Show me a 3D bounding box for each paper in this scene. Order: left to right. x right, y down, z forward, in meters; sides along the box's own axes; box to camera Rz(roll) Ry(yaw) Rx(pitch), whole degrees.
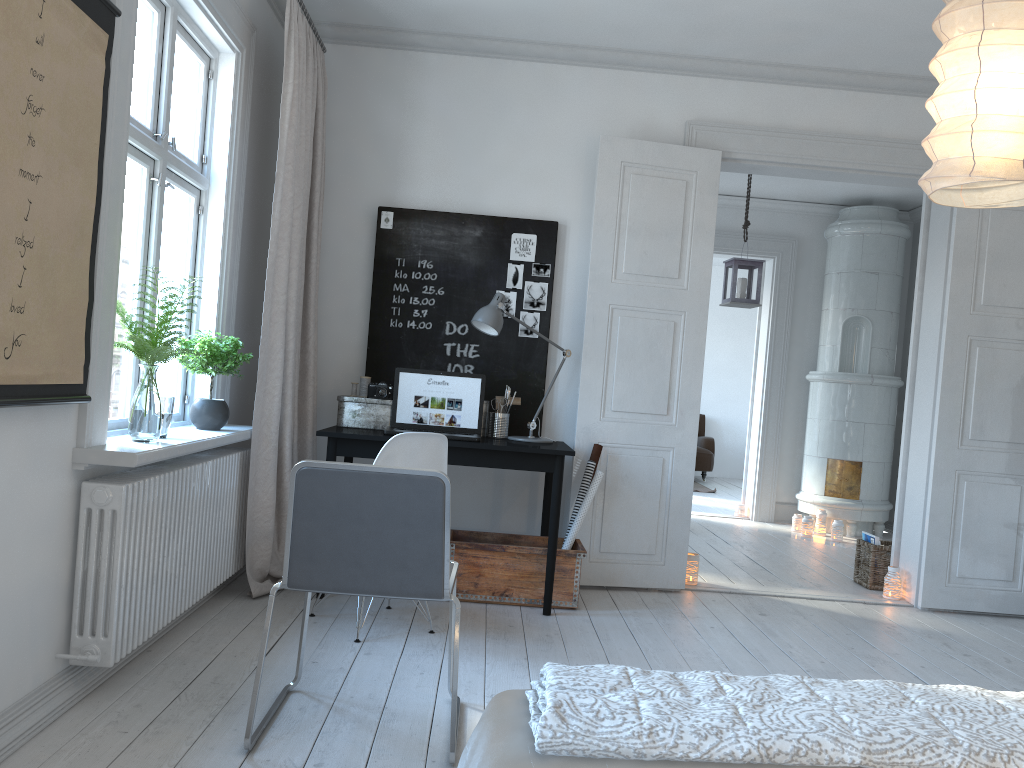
[{"bbox_3d":[0.299,0.713,4.399,0.043,0.669,0.266,6,1,44],"label":"paper"},{"bbox_3d":[0.300,0.730,4.340,0.283,0.627,0.041,4,1,-23],"label":"paper"},{"bbox_3d":[0.328,0.672,4.469,0.048,0.747,0.297,6,1,44],"label":"paper"}]

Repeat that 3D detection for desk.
[{"bbox_3d":[-0.332,0.633,4.292,1.159,0.759,0.651,5,1,-2],"label":"desk"}]

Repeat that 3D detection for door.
[{"bbox_3d":[1.569,-0.094,7.905,2.599,2.506,0.577,5,1,-2],"label":"door"},{"bbox_3d":[1.647,-0.083,4.892,2.599,2.506,0.577,5,1,-2],"label":"door"}]

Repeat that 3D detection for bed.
[{"bbox_3d":[0.762,0.581,0.548,1.888,1.047,2.176,5,0,-2],"label":"bed"}]

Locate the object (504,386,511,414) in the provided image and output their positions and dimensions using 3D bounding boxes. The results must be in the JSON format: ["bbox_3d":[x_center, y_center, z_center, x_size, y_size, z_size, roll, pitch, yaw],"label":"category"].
[{"bbox_3d":[-0.039,0.141,4.492,0.012,0.264,0.062,6,1,41],"label":"object"}]

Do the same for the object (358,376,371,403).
[{"bbox_3d":[-0.740,0.028,4.416,0.056,0.130,0.167,5,0,-3],"label":"object"}]

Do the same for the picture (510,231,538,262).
[{"bbox_3d":[0.062,-0.724,4.667,0.147,0.154,0.004,5,1,-2],"label":"picture"}]

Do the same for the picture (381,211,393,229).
[{"bbox_3d":[-0.655,-0.859,4.647,0.061,0.088,0.004,5,1,-5],"label":"picture"}]

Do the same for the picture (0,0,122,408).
[{"bbox_3d":[-1.173,-0.598,2.162,0.057,1.313,0.792,5,1,-2],"label":"picture"}]

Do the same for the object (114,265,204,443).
[{"bbox_3d":[-1.207,-0.092,2.906,0.414,0.565,0.305,5,1,33],"label":"object"}]

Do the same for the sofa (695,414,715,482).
[{"bbox_3d":[1.443,0.720,11.299,2.165,0.825,0.968,5,1,-2],"label":"sofa"}]

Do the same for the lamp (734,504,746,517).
[{"bbox_3d":[2.046,1.134,7.957,0.093,0.110,0.093,5,1,15],"label":"lamp"}]

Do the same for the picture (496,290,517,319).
[{"bbox_3d":[-0.034,-0.419,4.670,0.107,0.150,0.001,5,1,-2],"label":"picture"}]

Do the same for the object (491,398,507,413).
[{"bbox_3d":[-0.078,0.169,4.488,0.081,0.198,0.050,5,1,23],"label":"object"}]

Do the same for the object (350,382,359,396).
[{"bbox_3d":[-0.797,0.027,4.481,0.040,0.069,0.040,4,1,-14],"label":"object"}]

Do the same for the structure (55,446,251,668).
[{"bbox_3d":[-1.276,0.558,3.315,0.195,0.547,1.505,5,0,-2],"label":"structure"}]

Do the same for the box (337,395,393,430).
[{"bbox_3d":[-0.716,0.144,4.444,0.317,0.152,0.193,5,0,-2],"label":"box"}]

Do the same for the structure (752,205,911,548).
[{"bbox_3d":[2.767,-0.076,7.394,0.800,2.828,1.248,6,1,43],"label":"structure"}]

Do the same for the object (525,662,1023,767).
[{"bbox_3d":[0.752,0.541,1.391,1.460,0.104,0.405,5,0,-2],"label":"object"}]

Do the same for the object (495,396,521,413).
[{"bbox_3d":[-0.022,0.170,4.532,0.138,0.209,0.034,4,1,-22],"label":"object"}]

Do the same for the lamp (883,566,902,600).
[{"bbox_3d":[2.127,1.112,4.954,0.093,0.180,0.092,4,1,-19],"label":"lamp"}]

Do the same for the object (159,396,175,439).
[{"bbox_3d":[-1.234,0.115,3.094,0.097,0.146,0.097,5,1,4],"label":"object"}]

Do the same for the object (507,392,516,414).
[{"bbox_3d":[-0.025,0.155,4.478,0.084,0.240,0.009,4,1,-25],"label":"object"}]

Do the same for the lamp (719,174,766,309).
[{"bbox_3d":[1.673,-1.425,6.208,0.228,1.762,0.228,5,1,-5],"label":"lamp"}]

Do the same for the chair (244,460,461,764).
[{"bbox_3d":[-0.408,0.610,2.599,0.562,0.798,0.524,5,1,-2],"label":"chair"}]

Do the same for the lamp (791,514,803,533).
[{"bbox_3d":[2.361,1.151,7.338,0.084,0.146,0.084,5,1,3],"label":"lamp"}]

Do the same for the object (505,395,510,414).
[{"bbox_3d":[-0.037,0.163,4.483,0.009,0.222,0.082,5,1,28],"label":"object"}]

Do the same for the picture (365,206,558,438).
[{"bbox_3d":[-0.276,-0.312,4.697,0.953,1.172,0.064,5,1,-2],"label":"picture"}]

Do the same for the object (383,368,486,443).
[{"bbox_3d":[-0.358,0.094,4.193,0.445,0.315,0.325,5,1,-1],"label":"object"}]

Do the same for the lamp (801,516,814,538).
[{"bbox_3d":[2.367,1.142,7.106,0.089,0.166,0.089,5,1,0],"label":"lamp"}]

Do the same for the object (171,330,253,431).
[{"bbox_3d":[-1.237,-0.017,3.627,0.310,0.407,0.271,4,1,-42],"label":"object"}]

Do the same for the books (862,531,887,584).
[{"bbox_3d":[2.224,1.053,5.321,0.201,0.300,0.179,5,1,-2],"label":"books"}]

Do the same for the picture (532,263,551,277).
[{"bbox_3d":[0.155,-0.603,4.673,0.095,0.071,0.001,5,1,-2],"label":"picture"}]

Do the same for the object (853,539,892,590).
[{"bbox_3d":[2.234,1.086,5.321,0.270,0.265,0.223,5,1,-2],"label":"object"}]

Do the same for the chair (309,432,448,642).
[{"bbox_3d":[-0.531,0.584,3.646,0.474,0.824,0.553,4,1,-37],"label":"chair"}]

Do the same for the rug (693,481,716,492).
[{"bbox_3d":[1.426,1.118,10.544,1.710,0.055,1.456,5,0,-1],"label":"rug"}]

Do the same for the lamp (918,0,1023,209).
[{"bbox_3d":[1.225,-1.069,2.160,0.338,1.231,0.340,5,1,30],"label":"lamp"}]

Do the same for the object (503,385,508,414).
[{"bbox_3d":[-0.043,0.138,4.492,0.008,0.267,0.060,5,1,15],"label":"object"}]

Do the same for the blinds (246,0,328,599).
[{"bbox_3d":[-0.986,-0.370,4.190,0.225,2.648,0.831,5,1,-2],"label":"blinds"}]

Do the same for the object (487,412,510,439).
[{"bbox_3d":[-0.070,0.210,4.478,0.108,0.128,0.108,5,1,13],"label":"object"}]

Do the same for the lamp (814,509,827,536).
[{"bbox_3d":[2.523,1.132,7.243,0.098,0.210,0.098,5,1,3],"label":"lamp"}]

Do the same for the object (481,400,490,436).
[{"bbox_3d":[-0.159,0.178,4.546,0.079,0.188,0.079,4,1,-23],"label":"object"}]

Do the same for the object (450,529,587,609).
[{"bbox_3d":[0.004,0.898,4.306,0.665,0.282,0.339,5,1,-2],"label":"object"}]

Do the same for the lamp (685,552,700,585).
[{"bbox_3d":[0.989,1.024,4.911,0.089,0.166,0.089,4,1,-9],"label":"lamp"}]

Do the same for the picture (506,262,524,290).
[{"bbox_3d":[0.016,-0.567,4.670,0.083,0.146,0.002,5,1,-2],"label":"picture"}]

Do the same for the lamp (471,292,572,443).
[{"bbox_3d":[0.042,-0.075,4.408,0.617,0.716,0.230,4,1,-31],"label":"lamp"}]

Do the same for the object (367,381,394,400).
[{"bbox_3d":[-0.644,0.031,4.351,0.137,0.087,0.073,5,1,-2],"label":"object"}]

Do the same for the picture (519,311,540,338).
[{"bbox_3d":[0.091,-0.315,4.676,0.103,0.136,0.001,5,1,-2],"label":"picture"}]

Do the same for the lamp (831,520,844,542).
[{"bbox_3d":[2.569,1.159,6.998,0.089,0.166,0.089,5,1,-3],"label":"lamp"}]

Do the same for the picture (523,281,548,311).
[{"bbox_3d":[0.125,-0.466,4.674,0.121,0.153,0.002,5,1,-2],"label":"picture"}]
